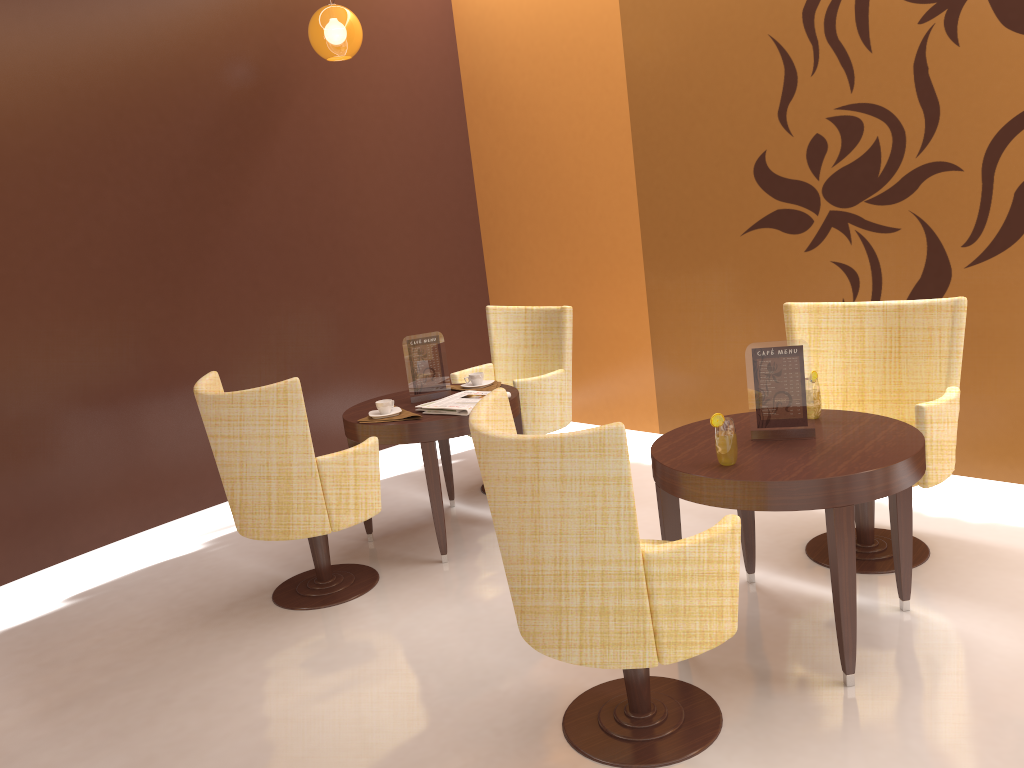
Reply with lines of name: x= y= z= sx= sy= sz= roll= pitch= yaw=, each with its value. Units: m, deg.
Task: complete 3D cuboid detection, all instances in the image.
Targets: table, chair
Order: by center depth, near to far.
chair: x=0.285 y=0.524 z=2.553 sx=0.685 sy=1.017 sz=0.729 roll=-11 pitch=11 yaw=-22
table: x=0.949 y=0.521 z=3.051 sx=0.872 sy=0.679 sz=0.874 roll=-9 pitch=11 yaw=-7
chair: x=1.438 y=0.181 z=3.607 sx=0.729 sy=1.017 sz=0.685 roll=1 pitch=14 yaw=38
chair: x=-0.930 y=0.427 z=3.864 sx=0.685 sy=1.017 sz=0.729 roll=-17 pitch=14 yaw=-41
table: x=-0.359 y=0.420 z=4.445 sx=0.872 sy=0.679 sz=0.874 roll=-8 pitch=11 yaw=-3
chair: x=0.036 y=0.075 z=5.086 sx=0.685 sy=1.017 sz=0.729 roll=-16 pitch=14 yaw=-39

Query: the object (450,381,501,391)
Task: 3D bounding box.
object: x=-0.159 y=0.005 z=4.607 sx=0.239 sy=0.021 sz=0.464 roll=-17 pitch=14 yaw=-42

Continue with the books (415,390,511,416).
books: x=-0.226 y=0.086 z=4.186 sx=0.345 sy=0.035 sz=0.367 roll=2 pitch=14 yaw=40

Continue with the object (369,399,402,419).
object: x=-0.598 y=0.114 z=4.160 sx=0.153 sy=0.069 sz=0.153 roll=-9 pitch=11 yaw=-12

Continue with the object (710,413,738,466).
object: x=0.670 y=0.171 z=2.781 sx=0.067 sy=0.171 sz=0.072 roll=0 pitch=13 yaw=33

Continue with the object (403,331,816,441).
object: x=0.266 y=-0.033 z=3.681 sx=0.187 sy=0.335 sz=2.090 roll=-17 pitch=14 yaw=-42

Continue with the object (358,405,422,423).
object: x=-0.606 y=0.147 z=4.152 sx=0.239 sy=0.021 sz=0.464 roll=-12 pitch=12 yaw=-25

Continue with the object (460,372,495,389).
object: x=-0.180 y=-0.020 z=4.596 sx=0.153 sy=0.069 sz=0.153 roll=0 pitch=13 yaw=34

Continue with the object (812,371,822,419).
object: x=1.079 y=0.040 z=3.200 sx=0.067 sy=0.171 sz=0.072 roll=-6 pitch=11 yaw=8

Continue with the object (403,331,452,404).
object: x=-0.422 y=-0.084 z=4.401 sx=0.209 sy=0.335 sz=0.042 roll=-10 pitch=11 yaw=-16

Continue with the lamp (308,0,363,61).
lamp: x=-1.055 y=-2.548 z=4.815 sx=0.299 sy=1.500 sz=0.299 roll=-16 pitch=14 yaw=-38
